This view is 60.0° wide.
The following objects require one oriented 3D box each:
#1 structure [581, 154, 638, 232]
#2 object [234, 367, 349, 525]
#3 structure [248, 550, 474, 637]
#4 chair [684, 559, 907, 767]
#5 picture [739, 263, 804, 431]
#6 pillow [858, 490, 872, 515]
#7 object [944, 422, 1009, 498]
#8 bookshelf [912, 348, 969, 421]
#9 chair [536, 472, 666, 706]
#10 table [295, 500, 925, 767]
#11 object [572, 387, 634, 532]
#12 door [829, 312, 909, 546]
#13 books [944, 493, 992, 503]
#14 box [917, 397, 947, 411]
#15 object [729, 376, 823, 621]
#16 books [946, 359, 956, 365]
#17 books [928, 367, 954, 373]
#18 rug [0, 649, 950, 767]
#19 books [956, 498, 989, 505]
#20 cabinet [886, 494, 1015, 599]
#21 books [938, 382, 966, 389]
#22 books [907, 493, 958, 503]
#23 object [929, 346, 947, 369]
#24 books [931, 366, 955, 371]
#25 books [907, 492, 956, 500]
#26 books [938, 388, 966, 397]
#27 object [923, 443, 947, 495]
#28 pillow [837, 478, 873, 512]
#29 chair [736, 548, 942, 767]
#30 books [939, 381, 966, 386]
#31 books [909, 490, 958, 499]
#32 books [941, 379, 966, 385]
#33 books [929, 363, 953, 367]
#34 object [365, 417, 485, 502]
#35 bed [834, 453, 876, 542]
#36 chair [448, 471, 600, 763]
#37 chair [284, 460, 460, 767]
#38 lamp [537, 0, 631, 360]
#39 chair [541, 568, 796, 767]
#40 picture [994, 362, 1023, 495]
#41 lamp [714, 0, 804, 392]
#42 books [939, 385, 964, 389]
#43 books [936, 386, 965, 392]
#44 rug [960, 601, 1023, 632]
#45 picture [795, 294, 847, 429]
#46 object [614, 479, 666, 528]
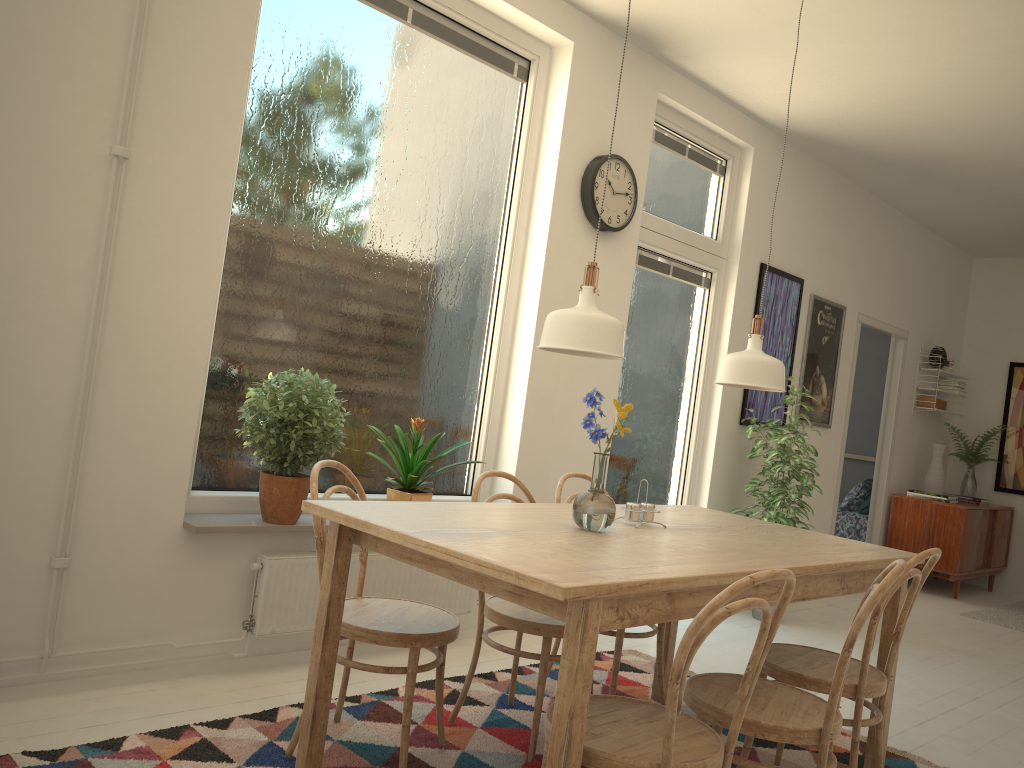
[{"bbox_3d":[0.482,-0.927,4.316,0.074,0.371,0.371,7,-1,45],"label":"structure"},{"bbox_3d":[-0.792,0.218,3.181,0.383,0.561,0.394,7,-1,43],"label":"object"},{"bbox_3d":[-0.546,0.790,3.474,0.113,0.279,1.028,7,-1,45],"label":"structure"},{"bbox_3d":[0.675,0.797,2.216,0.484,0.811,0.385,7,-1,27],"label":"chair"},{"bbox_3d":[1.649,-0.217,5.602,0.018,0.999,0.545,7,-2,45],"label":"picture"},{"bbox_3d":[3.350,1.035,7.922,0.237,0.385,0.766,7,-1,43],"label":"pillow"},{"bbox_3d":[4.004,0.669,7.676,0.397,0.686,0.476,9,-1,-43],"label":"object"},{"bbox_3d":[3.648,0.022,7.516,0.184,0.565,0.694,7,-1,45],"label":"bookshelf"},{"bbox_3d":[0.364,0.769,3.318,0.385,0.811,0.484,9,-1,-43],"label":"chair"},{"bbox_3d":[0.358,0.797,2.564,0.895,0.749,1.796,7,-1,45],"label":"table"},{"bbox_3d":[0.242,0.206,2.427,0.145,0.389,0.206,8,-1,7],"label":"object"},{"bbox_3d":[2.405,0.498,7.071,0.882,2.033,0.954,7,-2,45],"label":"door"},{"bbox_3d":[3.784,0.951,7.437,0.254,0.020,0.368,8,-1,-43],"label":"books"},{"bbox_3d":[3.499,0.166,7.390,0.152,0.084,0.265,7,-1,45],"label":"box"},{"bbox_3d":[1.554,0.665,5.194,0.514,1.424,0.568,8,-1,-2],"label":"object"},{"bbox_3d":[3.618,-0.188,7.445,0.178,0.036,0.145,7,-1,38],"label":"books"},{"bbox_3d":[3.607,-0.113,7.457,0.160,0.028,0.146,7,-1,42],"label":"books"},{"bbox_3d":[0.110,1.136,2.441,1.749,0.035,3.023,7,-1,45],"label":"rug"},{"bbox_3d":[3.767,0.970,7.442,0.371,0.022,0.258,7,-1,45],"label":"books"},{"bbox_3d":[3.621,1.326,7.325,0.546,0.727,1.261,7,-1,45],"label":"cabinet"},{"bbox_3d":[3.803,0.012,7.668,0.173,0.023,0.190,7,-1,44],"label":"books"},{"bbox_3d":[3.326,0.904,7.015,0.320,0.020,0.237,7,-1,41],"label":"books"},{"bbox_3d":[3.520,-0.213,7.332,0.139,0.200,0.139,8,-1,-1],"label":"object"},{"bbox_3d":[3.618,-0.136,7.454,0.131,0.019,0.158,8,-1,-43],"label":"books"},{"bbox_3d":[3.322,0.887,7.021,0.296,0.015,0.240,7,-1,44],"label":"books"},{"bbox_3d":[3.801,0.074,7.670,0.179,0.038,0.190,7,-1,44],"label":"books"},{"bbox_3d":[3.481,0.715,7.282,0.158,0.445,0.160,8,-1,-5],"label":"object"},{"bbox_3d":[3.094,0.987,7.884,0.237,0.338,0.437,7,-1,43],"label":"pillow"},{"bbox_3d":[0.960,0.841,2.638,0.484,0.811,0.385,7,-1,42],"label":"chair"},{"bbox_3d":[3.811,-0.005,7.672,0.197,0.013,0.153,8,-1,-43],"label":"books"},{"bbox_3d":[3.332,0.873,7.014,0.192,0.015,0.311,8,-1,-42],"label":"books"},{"bbox_3d":[3.816,-0.018,7.666,0.147,0.016,0.195,7,-1,42],"label":"books"},{"bbox_3d":[3.609,-0.159,7.456,0.155,0.024,0.136,7,-1,38],"label":"books"},{"bbox_3d":[-0.369,0.350,3.606,0.486,0.425,0.417,9,-1,-38],"label":"object"},{"bbox_3d":[2.833,1.105,8.367,1.656,0.974,0.933,7,-1,45],"label":"bed"},{"bbox_3d":[0.067,0.723,2.909,0.484,0.811,0.385,7,-1,42],"label":"chair"},{"bbox_3d":[-0.386,0.657,2.578,0.484,0.811,0.385,7,-1,17],"label":"chair"},{"bbox_3d":[0.285,-0.868,2.304,0.229,1.596,0.229,8,-1,0],"label":"lamp"},{"bbox_3d":[0.297,0.741,1.878,0.385,0.811,0.484,9,-1,-43],"label":"chair"},{"bbox_3d":[4.552,0.403,7.465,0.779,1.134,0.018,7,-2,45],"label":"picture"},{"bbox_3d":[0.883,-0.778,2.913,0.229,1.596,0.229,8,-1,-10],"label":"lamp"},{"bbox_3d":[3.808,0.030,7.681,0.147,0.012,0.195,7,-1,42],"label":"books"},{"bbox_3d":[3.795,0.044,7.669,0.197,0.021,0.168,8,-1,-43],"label":"books"},{"bbox_3d":[4.164,1.747,6.266,1.660,0.012,1.304,8,-1,-43],"label":"rug"},{"bbox_3d":[2.124,-0.143,6.086,0.020,0.869,0.524,7,-2,45],"label":"picture"},{"bbox_3d":[0.392,0.356,2.672,0.095,0.138,0.154,7,-1,45],"label":"object"}]
